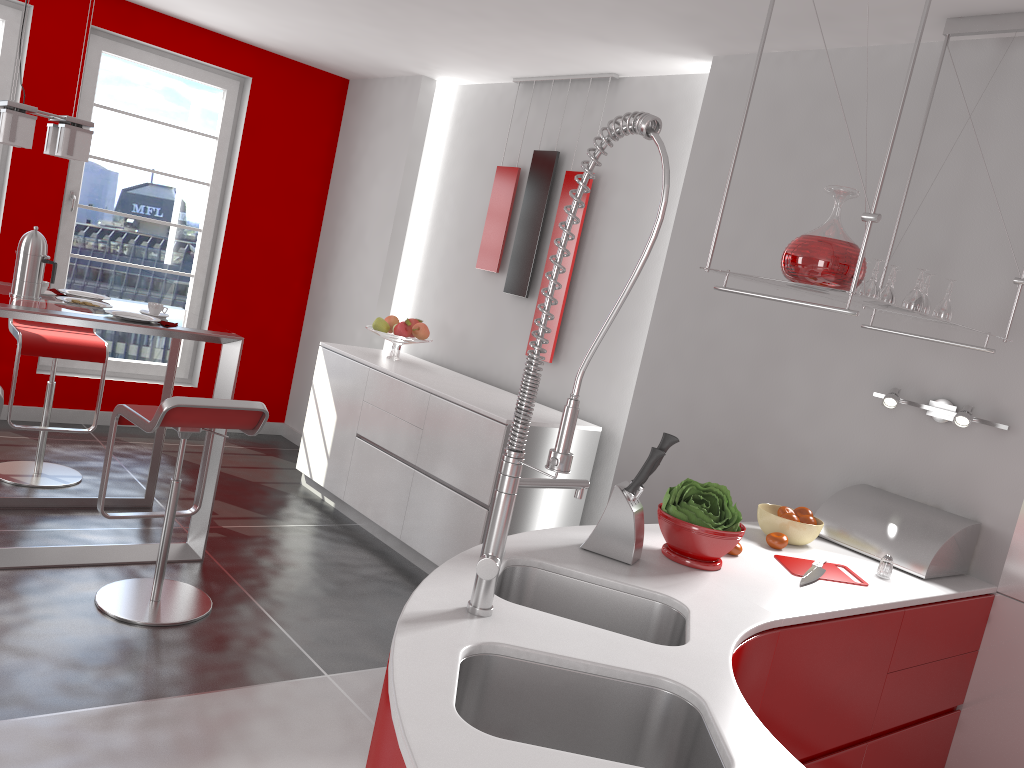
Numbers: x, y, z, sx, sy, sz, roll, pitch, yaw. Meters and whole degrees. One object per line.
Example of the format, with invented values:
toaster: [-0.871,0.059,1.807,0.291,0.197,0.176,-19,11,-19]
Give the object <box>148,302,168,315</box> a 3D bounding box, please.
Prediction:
object: [-1.534,-0.322,3.829,0.078,0.049,0.062,7,9,-41]

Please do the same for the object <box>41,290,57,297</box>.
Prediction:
object: [-1.986,-0.384,3.725,0.119,0.016,0.119,6,9,-43]

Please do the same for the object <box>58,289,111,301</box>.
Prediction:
object: [-1.903,-0.393,3.946,0.217,0.015,0.217,16,7,25]

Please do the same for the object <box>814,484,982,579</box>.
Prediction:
object: [1.235,0.465,2.875,0.300,0.170,0.400,7,9,-40]

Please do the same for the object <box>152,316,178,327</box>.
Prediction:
object: [-1.429,-0.254,3.679,0.095,0.012,0.234,7,9,-40]

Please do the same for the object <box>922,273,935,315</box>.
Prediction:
object: [1.237,-0.261,2.667,0.060,0.141,0.060,7,9,-40]

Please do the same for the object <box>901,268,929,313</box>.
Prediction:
object: [1.178,-0.264,2.585,0.060,0.141,0.060,7,9,-40]

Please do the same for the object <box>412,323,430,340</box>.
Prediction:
object: [-0.523,-0.306,5.154,0.097,0.101,0.121,16,8,28]

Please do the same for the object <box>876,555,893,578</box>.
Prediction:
object: [1.085,0.528,2.574,0.043,0.066,0.042,9,8,-27]

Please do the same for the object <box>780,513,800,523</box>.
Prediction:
object: [0.850,0.419,2.718,0.066,0.049,0.062,8,8,-33]

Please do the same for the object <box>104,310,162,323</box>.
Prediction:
object: [-1.536,-0.270,3.594,0.217,0.015,0.217,12,7,-4]

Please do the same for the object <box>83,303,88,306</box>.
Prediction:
object: [-1.773,-0.330,3.671,0.036,0.006,0.034,10,7,-23]

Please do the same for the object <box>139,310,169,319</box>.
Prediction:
object: [-1.544,-0.299,3.827,0.119,0.016,0.119,10,7,-21]

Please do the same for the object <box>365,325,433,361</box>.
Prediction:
object: [-0.673,-0.221,5.179,0.398,0.159,0.398,13,7,9]

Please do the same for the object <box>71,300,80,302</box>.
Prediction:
object: [-1.810,-0.345,3.680,0.034,0.006,0.036,9,8,-29]

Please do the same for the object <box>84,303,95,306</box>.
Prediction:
object: [-1.745,-0.328,3.663,0.036,0.006,0.034,18,8,37]

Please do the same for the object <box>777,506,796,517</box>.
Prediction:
object: [0.863,0.414,2.782,0.062,0.052,0.065,17,8,34]

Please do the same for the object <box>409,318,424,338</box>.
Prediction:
object: [-0.591,-0.341,5.257,0.117,0.129,0.150,13,7,7]

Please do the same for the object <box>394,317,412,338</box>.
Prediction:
object: [-0.627,-0.326,5.076,0.117,0.133,0.097,18,9,38]

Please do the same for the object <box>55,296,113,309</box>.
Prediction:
object: [-1.776,-0.333,3.681,0.217,0.015,0.217,12,7,-3]

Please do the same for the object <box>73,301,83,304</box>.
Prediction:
object: [-1.784,-0.336,3.650,0.036,0.006,0.034,10,7,-17]

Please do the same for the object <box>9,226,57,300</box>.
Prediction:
object: [-1.905,-0.485,3.546,0.149,0.287,0.113,8,8,-32]

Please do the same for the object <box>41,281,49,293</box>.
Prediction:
object: [-1.988,-0.409,3.723,0.078,0.049,0.062,12,7,-1]

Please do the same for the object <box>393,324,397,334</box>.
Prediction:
object: [-0.657,-0.313,5.196,0.086,0.079,0.084,11,7,-12]

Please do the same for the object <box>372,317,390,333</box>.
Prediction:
object: [-0.751,-0.338,5.109,0.100,0.086,0.083,13,7,9]

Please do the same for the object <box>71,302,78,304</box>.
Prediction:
object: [-1.803,-0.333,3.643,0.034,0.006,0.036,10,7,-19]

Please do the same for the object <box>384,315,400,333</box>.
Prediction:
object: [-0.713,-0.354,5.251,0.096,0.105,0.117,11,7,-12]

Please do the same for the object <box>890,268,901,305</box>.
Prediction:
object: [1.167,-0.285,2.740,0.060,0.141,0.060,16,7,26]

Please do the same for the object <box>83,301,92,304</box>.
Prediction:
object: [-1.772,-0.338,3.695,0.036,0.006,0.034,12,7,-4]

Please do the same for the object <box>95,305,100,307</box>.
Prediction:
object: [-1.745,-0.328,3.706,0.034,0.006,0.036,17,8,33]

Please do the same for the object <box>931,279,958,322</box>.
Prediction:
object: [1.320,-0.247,2.698,0.060,0.141,0.060,7,9,-40]

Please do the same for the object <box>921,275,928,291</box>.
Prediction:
object: [1.259,-0.267,2.756,0.060,0.141,0.060,7,9,-40]

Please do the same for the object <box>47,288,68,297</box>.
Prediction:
object: [-2.010,-0.404,3.858,0.095,0.012,0.234,6,9,-42]
